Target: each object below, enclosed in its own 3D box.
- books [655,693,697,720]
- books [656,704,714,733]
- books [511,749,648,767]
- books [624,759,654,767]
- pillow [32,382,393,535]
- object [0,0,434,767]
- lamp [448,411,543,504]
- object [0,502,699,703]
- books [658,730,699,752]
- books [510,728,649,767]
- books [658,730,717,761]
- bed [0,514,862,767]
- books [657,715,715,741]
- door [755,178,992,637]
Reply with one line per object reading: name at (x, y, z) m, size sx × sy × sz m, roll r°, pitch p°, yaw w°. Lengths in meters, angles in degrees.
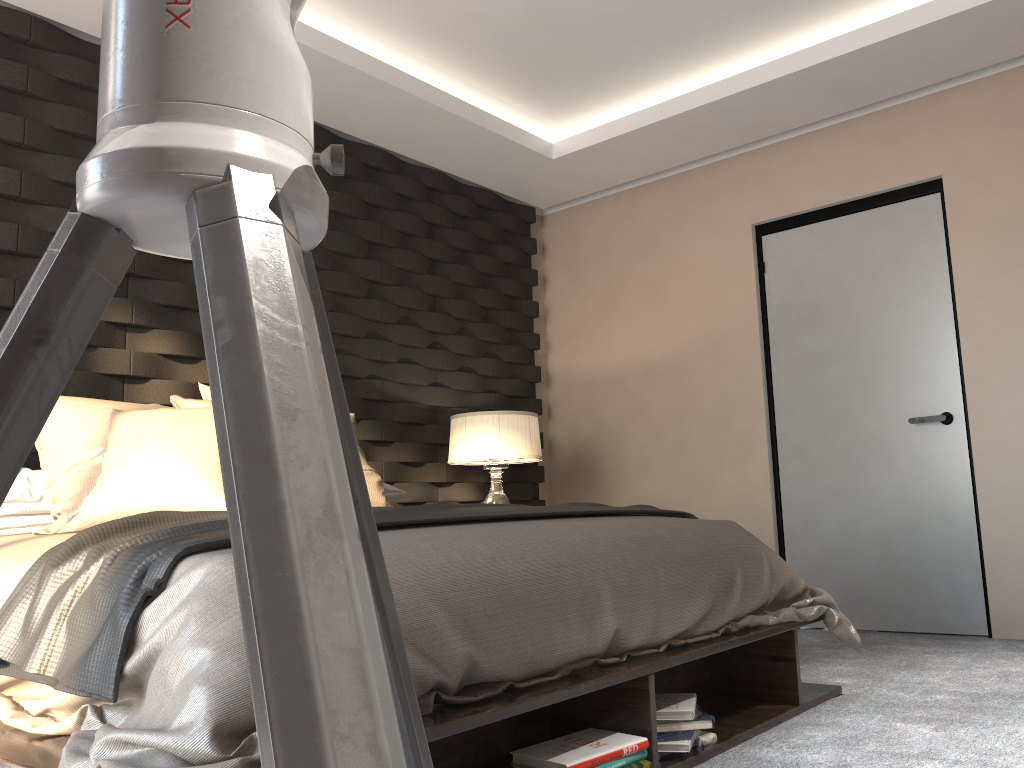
books at (0.381, 0.805, 2.198) m, size 0.152 × 0.020 × 0.208 m, roll -4°, pitch -9°, yaw 11°
books at (0.404, 0.823, 2.181) m, size 0.149 × 0.023 × 0.219 m, roll -2°, pitch -9°, yaw -3°
books at (0.149, 0.813, 1.892) m, size 0.166 × 0.023 × 0.263 m, roll -10°, pitch -11°, yaw 40°
books at (0.151, 0.845, 1.889) m, size 0.261 × 0.043 × 0.182 m, roll 5°, pitch -11°, yaw -40°
pillow at (-0.825, 0.203, 2.888) m, size 0.852 × 0.519 × 1.324 m, roll -10°, pitch -11°, yaw 40°
object at (-0.073, -0.035, 0.423) m, size 0.589 × 1.407 × 0.623 m, roll -7°, pitch -10°, yaw 31°
lamp at (-0.078, 0.471, 4.323) m, size 0.466 × 0.631 × 0.465 m, roll -2°, pitch -9°, yaw 1°
object at (-0.162, 0.479, 2.369) m, size 0.587 × 0.322 × 2.158 m, roll -9°, pitch -11°, yaw 39°
books at (0.367, 0.868, 2.178) m, size 0.170 × 0.019 × 0.250 m, roll -5°, pitch -9°, yaw 16°
books at (0.148, 0.790, 1.896) m, size 0.263 × 0.023 × 0.166 m, roll 6°, pitch -12°, yaw -44°
books at (0.384, 0.890, 2.186) m, size 0.216 × 0.022 × 0.147 m, roll 5°, pitch -11°, yaw -40°
bed at (-0.493, 0.710, 2.606) m, size 2.174 × 0.625 × 2.410 m, roll -10°, pitch -11°, yaw 39°
books at (0.368, 0.848, 2.189) m, size 0.244 × 0.023 × 0.154 m, roll 5°, pitch -11°, yaw -39°
door at (1.722, 0.126, 4.296) m, size 0.948 × 2.095 × 0.162 m, roll -9°, pitch -12°, yaw 39°
